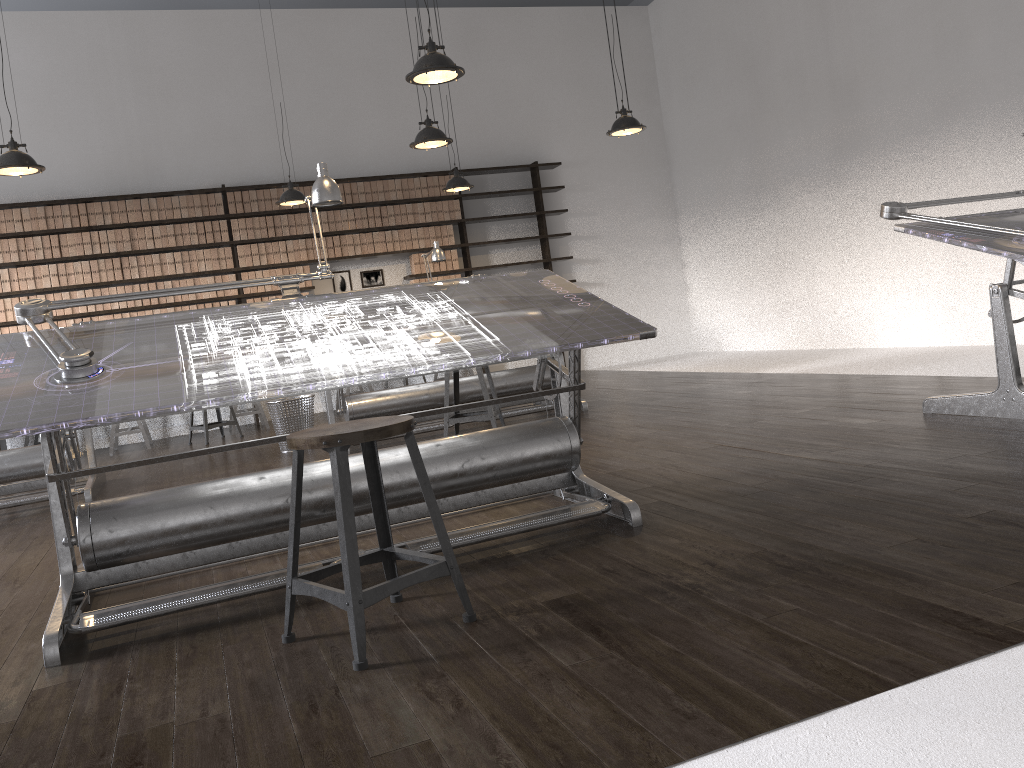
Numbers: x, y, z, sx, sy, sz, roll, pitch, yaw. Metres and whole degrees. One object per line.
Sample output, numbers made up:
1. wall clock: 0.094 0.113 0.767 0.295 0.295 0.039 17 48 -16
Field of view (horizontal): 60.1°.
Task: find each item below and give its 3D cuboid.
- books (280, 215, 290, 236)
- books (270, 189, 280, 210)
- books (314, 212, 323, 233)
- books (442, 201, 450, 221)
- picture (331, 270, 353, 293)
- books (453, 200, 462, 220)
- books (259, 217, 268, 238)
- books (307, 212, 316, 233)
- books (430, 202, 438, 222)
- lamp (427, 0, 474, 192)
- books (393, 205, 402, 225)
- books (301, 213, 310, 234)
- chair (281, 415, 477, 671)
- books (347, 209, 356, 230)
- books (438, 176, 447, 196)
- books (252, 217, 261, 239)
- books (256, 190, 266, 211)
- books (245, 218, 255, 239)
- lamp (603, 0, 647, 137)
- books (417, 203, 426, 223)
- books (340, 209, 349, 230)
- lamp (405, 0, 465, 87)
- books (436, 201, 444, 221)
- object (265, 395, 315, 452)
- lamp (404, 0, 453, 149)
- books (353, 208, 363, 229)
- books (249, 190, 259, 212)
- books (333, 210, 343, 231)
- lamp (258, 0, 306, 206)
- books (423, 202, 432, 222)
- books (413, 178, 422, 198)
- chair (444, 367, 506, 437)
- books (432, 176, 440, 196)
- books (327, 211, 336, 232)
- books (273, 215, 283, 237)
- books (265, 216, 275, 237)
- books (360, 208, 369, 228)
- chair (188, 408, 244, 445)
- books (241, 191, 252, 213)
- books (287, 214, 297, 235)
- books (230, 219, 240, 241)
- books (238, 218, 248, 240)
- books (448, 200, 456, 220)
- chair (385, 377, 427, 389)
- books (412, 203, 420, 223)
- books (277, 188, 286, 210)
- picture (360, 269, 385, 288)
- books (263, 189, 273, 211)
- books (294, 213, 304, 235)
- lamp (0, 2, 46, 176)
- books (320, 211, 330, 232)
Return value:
1. books: -2.373 -1.638 9.232 0.067 0.225 0.174 -8 2 -20
2. books: -2.471 -1.902 9.201 0.067 0.225 0.174 -8 2 -20
3. books: -2.059 -1.690 9.350 0.067 0.225 0.174 -8 2 -20
4. books: -0.751 -1.908 9.833 0.067 0.225 0.174 -8 2 -20
5. picture: -1.839 -1.082 9.592 0.202 0.284 0.022 -9 1 -21
6. books: -0.631 -1.928 9.881 0.067 0.225 0.174 -8 2 -20
7. books: -2.579 -1.604 9.160 0.067 0.225 0.174 -8 2 -20
8. books: -2.118 -1.681 9.330 0.067 0.225 0.174 -8 2 -20
9. books: -0.882 -1.887 9.790 0.067 0.225 0.174 -8 2 -20
10. lamp: -0.668 -2.971 8.429 0.310 2.250 0.313 -8 1 5
11. books: -1.264 -1.823 9.649 0.067 0.225 0.174 -8 2 -20
12. books: -2.178 -1.670 9.302 0.067 0.225 0.174 -8 2 -20
13. chair: -0.365 0.365 2.209 0.360 0.527 0.371 -10 3 -42
14. books: -1.728 -1.745 9.469 0.067 0.225 0.174 -8 2 -20
15. books: -0.793 -2.182 9.831 0.067 0.225 0.174 -8 2 -20
16. books: -2.639 -1.594 9.135 0.067 0.225 0.174 -8 2 -20
17. books: -2.602 -1.881 9.159 0.067 0.225 0.174 -8 2 -20
18. books: -2.696 -1.584 9.109 0.067 0.225 0.174 -8 2 -20
19. lamp: 0.721 -3.040 6.751 0.312 2.250 0.312 -9 2 -40
20. books: -1.014 -1.865 9.738 0.067 0.225 0.174 -8 2 -20
21. books: -1.796 -1.734 9.447 0.067 0.225 0.174 -8 2 -20
22. lamp: -0.550 -2.694 4.557 0.310 2.263 0.313 -8 1 5
23. books: -0.818 -1.898 9.815 0.067 0.225 0.174 -8 2 -20
24. object: -1.580 0.290 6.416 0.353 0.377 0.354 -8 3 2
25. lamp: -0.722 -2.799 6.214 0.310 2.250 0.313 -8 1 5
26. books: -1.661 -1.757 9.494 0.067 0.225 0.174 -8 2 -20
27. books: -2.666 -1.870 9.131 0.067 0.225 0.174 -8 2 -20
28. books: -1.863 -1.724 9.427 0.067 0.225 0.174 -8 2 -20
29. lamp: -2.112 -2.731 7.892 0.310 2.250 0.313 -8 1 5
30. books: -0.946 -1.876 9.762 0.067 0.225 0.174 -8 2 -20
31. books: -1.055 -2.138 9.731 0.067 0.225 0.174 -8 2 -20
32. chair: -0.261 0.095 5.659 0.371 0.527 0.359 -8 2 8
33. books: -0.862 -2.171 9.804 0.067 0.225 0.174 -8 2 -20
34. books: -1.927 -1.713 9.401 0.067 0.225 0.174 -8 2 -20
35. books: -2.440 -1.627 9.212 0.067 0.225 0.174 -8 2 -20
36. books: -2.508 -1.615 9.181 0.067 0.225 0.174 -8 2 -20
37. books: -1.604 -1.767 9.520 0.067 0.225 0.174 -8 2 -20
38. chair: -2.712 0.262 7.997 0.357 0.527 0.373 -6 3 43
39. books: -2.734 -1.859 9.111 0.067 0.225 0.174 -8 2 -20
40. books: -2.308 -1.649 9.260 0.067 0.225 0.174 -8 2 -20
41. books: -2.832 -1.562 9.063 0.067 0.225 0.174 -8 2 -20
42. books: -2.763 -1.573 9.084 0.067 0.225 0.174 -8 2 -20
43. books: -0.690 -1.919 9.860 0.067 0.225 0.174 -8 2 -20
44. chair: -1.039 -0.019 8.647 0.370 0.527 0.360 -6 3 38
45. books: -1.073 -1.855 9.718 0.067 0.225 0.174 -8 2 -20
46. books: -2.411 -1.913 9.229 0.067 0.225 0.174 -8 2 -20
47. picture: -1.531 -1.154 9.705 0.252 0.183 0.023 -9 2 -20
48. books: -2.536 -1.892 9.184 0.067 0.225 0.174 -8 2 -20
49. books: -2.243 -1.660 9.285 0.067 0.225 0.174 -8 2 -20
50. lamp: -3.141 -2.396 5.315 0.311 2.250 0.313 -8 1 0
51. books: -1.991 -1.702 9.373 0.067 0.225 0.174 -8 2 -20
